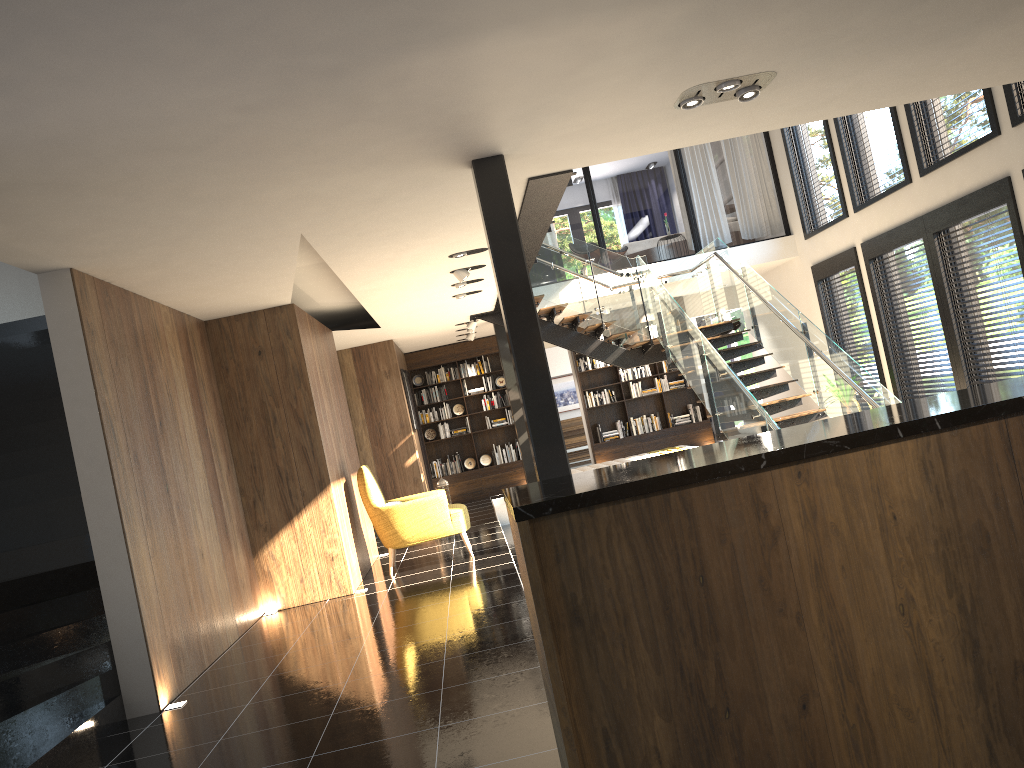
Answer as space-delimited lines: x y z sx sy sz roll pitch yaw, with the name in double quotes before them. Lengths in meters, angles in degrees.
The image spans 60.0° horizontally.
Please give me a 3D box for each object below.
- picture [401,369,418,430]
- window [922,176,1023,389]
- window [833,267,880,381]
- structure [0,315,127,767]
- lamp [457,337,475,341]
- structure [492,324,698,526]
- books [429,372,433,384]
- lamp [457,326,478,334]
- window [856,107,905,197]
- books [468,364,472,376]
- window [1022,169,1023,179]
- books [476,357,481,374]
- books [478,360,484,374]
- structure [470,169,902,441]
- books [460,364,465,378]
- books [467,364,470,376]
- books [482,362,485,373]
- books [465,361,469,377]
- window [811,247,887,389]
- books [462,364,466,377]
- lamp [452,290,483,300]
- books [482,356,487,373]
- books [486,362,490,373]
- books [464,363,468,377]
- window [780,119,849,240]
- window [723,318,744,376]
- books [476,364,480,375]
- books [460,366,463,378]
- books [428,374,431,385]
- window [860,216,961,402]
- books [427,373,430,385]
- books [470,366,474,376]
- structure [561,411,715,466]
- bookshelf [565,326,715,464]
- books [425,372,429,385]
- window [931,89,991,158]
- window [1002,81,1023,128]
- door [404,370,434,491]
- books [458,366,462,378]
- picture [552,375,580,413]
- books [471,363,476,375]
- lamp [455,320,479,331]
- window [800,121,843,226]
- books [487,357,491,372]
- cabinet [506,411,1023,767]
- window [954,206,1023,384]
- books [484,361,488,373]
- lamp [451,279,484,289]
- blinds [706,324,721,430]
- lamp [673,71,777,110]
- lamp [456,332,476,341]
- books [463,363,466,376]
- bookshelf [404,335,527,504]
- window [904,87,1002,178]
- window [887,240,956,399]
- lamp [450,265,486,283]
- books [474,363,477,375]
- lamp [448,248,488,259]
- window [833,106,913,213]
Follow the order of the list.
"picture" -1.545 0.241 13.364 0.028 0.911 0.749 -12 -2 -4
"window" 4.883 -0.677 8.770 0.358 2.475 1.499 -12 -1 -4
"window" 4.784 -0.543 11.892 0.005 2.296 1.221 -12 -1 -4
"structure" -3.618 0.777 6.580 1.963 3.016 6.665 -12 -2 -4
"lamp" -0.778 -0.802 14.884 0.346 0.177 0.195 -12 -2 -3
"structure" 1.370 0.376 12.946 3.781 3.244 1.149 -12 -1 -3
"books" -1.388 -0.098 15.222 0.026 0.222 0.202 -12 -2 -4
"lamp" -0.688 -0.848 13.332 0.346 0.231 0.195 -12 -2 -3
"window" 4.277 -3.412 10.359 0.005 2.296 1.221 -12 -1 -4
"books" -0.727 -0.229 15.288 0.027 0.207 0.203 -12 -2 -4
"window" 4.972 -0.753 7.128 0.358 2.475 1.394 -12 -1 -4
"books" -0.580 -0.310 15.261 0.015 0.303 0.252 -12 -2 -4
"books" -0.537 -0.289 15.305 0.064 0.247 0.209 -12 -2 -4
"structure" 1.559 -0.211 9.178 3.446 4.867 7.283 -12 -2 -4
"books" -0.849 -0.219 15.262 0.033 0.237 0.231 -12 -2 -4
"books" -0.750 -0.229 15.270 0.019 0.216 0.214 -12 -2 -4
"books" -0.489 -0.273 15.296 0.021 0.197 0.200 -12 -2 -4
"books" -0.768 -0.257 15.218 0.011 0.276 0.288 -12 -2 -4
"window" 4.714 -0.528 11.896 0.358 2.475 1.394 -12 -1 -4
"books" -0.824 -0.222 15.244 0.014 0.231 0.280 -12 -2 -4
"lamp" -0.503 -1.039 9.770 0.346 0.177 0.195 -12 -2 -3
"books" -0.480 -0.330 15.262 0.017 0.302 0.267 -12 -2 -4
"books" -0.412 -0.284 15.299 0.027 0.186 0.220 -12 -2 -4
"books" -0.790 -0.233 15.262 0.035 0.241 0.208 -12 -2 -4
"window" 4.120 -3.322 11.955 0.358 2.475 1.394 -12 -1 -4
"window" 4.391 -0.268 17.355 0.184 2.475 2.982 -12 -2 -4
"books" -0.592 -0.248 15.301 0.029 0.190 0.177 -12 -2 -4
"books" -0.871 -0.198 15.248 0.021 0.204 0.224 -12 -2 -4
"books" -1.407 -0.072 15.240 0.020 0.180 0.153 -12 -2 -4
"window" 4.802 -0.607 10.263 0.358 2.475 1.499 -12 -1 -4
"books" -1.429 -0.087 15.194 0.024 0.216 0.210 -12 -2 -4
"books" -0.694 -0.217 15.286 0.034 0.171 0.158 -12 -2 -4
"structure" 1.086 1.259 18.796 6.275 0.981 0.886 -12 -2 -3
"bookshelf" 2.219 0.011 15.421 2.089 2.682 0.273 -12 -1 -3
"books" -1.453 -0.090 15.230 0.017 0.234 0.200 -12 -2 -4
"window" 4.363 -3.486 8.766 0.005 2.296 1.221 -12 -1 -4
"window" 4.380 -3.544 7.187 0.358 2.475 1.394 -12 -1 -4
"door" -1.520 0.953 14.568 0.104 2.346 0.931 -12 -1 -4
"books" -0.896 -0.195 15.293 0.023 0.213 0.194 -12 -2 -4
"picture" 1.268 0.186 19.031 3.542 0.748 0.035 -12 -1 -3
"books" -0.665 -0.244 15.283 0.034 0.211 0.206 -12 -2 -4
"lamp" -0.642 -0.868 12.560 0.346 0.262 0.195 -12 -1 -3
"window" 4.190 -3.337 11.951 0.005 2.296 1.221 -12 -1 -4
"books" -0.400 -0.326 15.279 0.013 0.262 0.217 -12 -2 -4
"cabinet" 1.838 0.517 2.879 3.563 0.993 0.698 -12 -1 -3
"window" 4.953 -0.692 8.766 0.005 2.296 1.313 -12 -1 -4
"books" -0.448 -0.292 15.324 0.037 0.218 0.144 -12 -1 -4
"lamp" -0.460 -1.075 8.995 0.346 0.177 0.195 -12 -2 -3
"blinds" 4.149 -0.276 18.244 0.161 2.769 1.081 -12 -1 -5
"lamp" 1.082 -1.566 4.576 0.501 0.194 0.349 -12 -2 -3
"lamp" -0.727 -0.797 14.106 0.346 0.262 0.195 -12 -1 -3
"books" -0.812 -0.229 15.240 0.013 0.239 0.255 -12 -2 -4
"bookshelf" -0.736 0.632 15.240 1.703 2.682 0.273 -12 -1 -3
"window" 4.294 -3.471 8.769 0.358 2.475 1.394 -12 -1 -4
"window" 4.872 -0.622 10.258 0.005 2.296 1.313 -12 -1 -4
"lamp" -0.411 -1.077 8.221 0.346 0.247 0.195 -12 -1 -3
"books" -0.630 -0.257 15.301 0.042 0.223 0.163 -12 -1 -4
"lamp" -0.378 -1.157 7.447 0.346 0.158 0.195 -12 -2 -3
"window" 4.207 -3.397 10.362 0.358 2.475 1.394 -12 -1 -4
